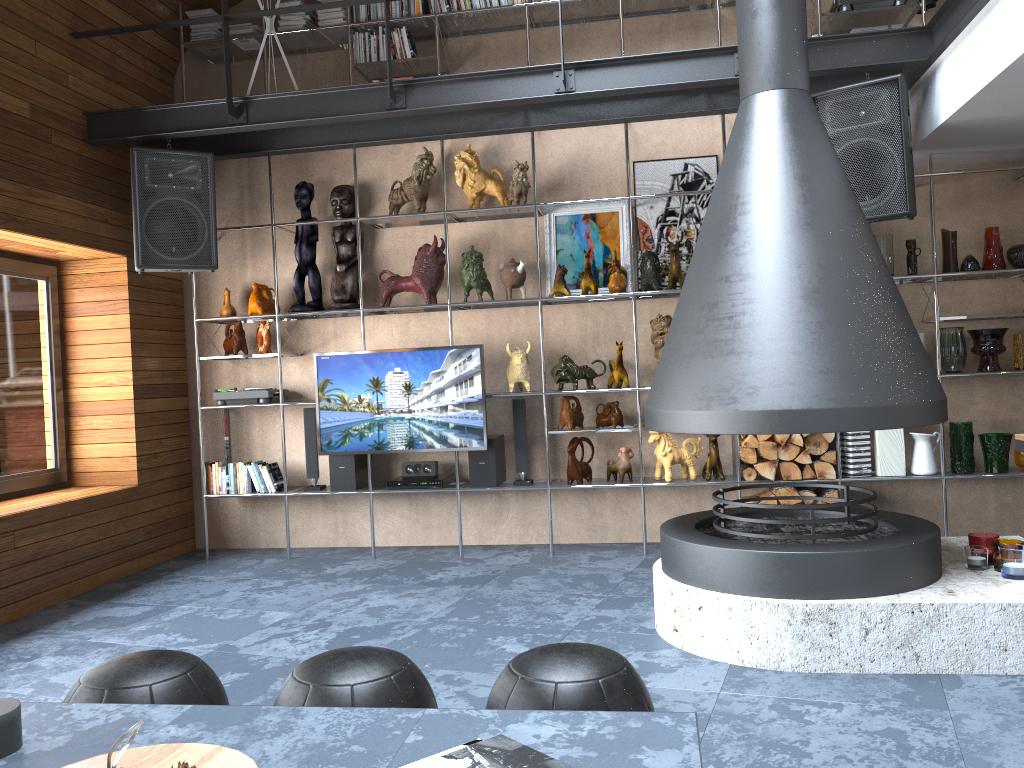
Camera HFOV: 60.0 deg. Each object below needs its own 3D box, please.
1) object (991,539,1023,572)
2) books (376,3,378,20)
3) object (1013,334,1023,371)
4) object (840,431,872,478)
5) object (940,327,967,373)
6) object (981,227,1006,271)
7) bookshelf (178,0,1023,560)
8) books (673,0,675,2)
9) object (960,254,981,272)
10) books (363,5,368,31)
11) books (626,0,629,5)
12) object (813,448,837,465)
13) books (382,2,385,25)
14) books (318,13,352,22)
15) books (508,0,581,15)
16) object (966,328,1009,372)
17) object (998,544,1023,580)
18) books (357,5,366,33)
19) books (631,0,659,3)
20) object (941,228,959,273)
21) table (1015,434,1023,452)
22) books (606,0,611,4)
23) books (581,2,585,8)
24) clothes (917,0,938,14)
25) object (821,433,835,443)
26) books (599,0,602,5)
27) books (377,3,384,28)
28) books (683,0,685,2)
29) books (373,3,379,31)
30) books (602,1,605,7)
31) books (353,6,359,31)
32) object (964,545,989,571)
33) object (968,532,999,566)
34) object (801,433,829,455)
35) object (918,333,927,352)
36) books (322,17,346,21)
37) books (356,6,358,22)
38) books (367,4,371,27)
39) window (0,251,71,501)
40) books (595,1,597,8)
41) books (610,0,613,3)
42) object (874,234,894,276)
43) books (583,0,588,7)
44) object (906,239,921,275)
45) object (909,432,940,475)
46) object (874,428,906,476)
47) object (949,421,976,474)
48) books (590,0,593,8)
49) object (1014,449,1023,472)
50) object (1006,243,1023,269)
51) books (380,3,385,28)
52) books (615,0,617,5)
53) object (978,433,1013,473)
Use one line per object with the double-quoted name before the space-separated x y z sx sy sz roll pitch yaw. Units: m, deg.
"object" 1.942 0.674 3.474 0.114 0.117 0.114 -3 0 -6
"books" -0.841 -2.371 5.660 0.010 0.217 0.148 -3 0 9
"object" 2.927 -0.182 5.054 0.120 0.206 0.120 -3 1 -33
"object" 2.007 0.366 5.201 0.139 0.347 0.140 -3 0 -11
"object" 2.538 -0.193 5.108 0.142 0.264 0.144 -2 1 39
"object" 2.746 -0.766 5.064 0.127 0.255 0.126 -3 1 -37
"bookshelf" 3.189 -2.204 5.054 10.738 6.219 0.421 -3 0 9
"books" 0.958 -2.451 5.392 0.053 0.206 0.207 -3 0 9
"object" 2.626 -0.688 5.086 0.109 0.109 0.108 -2 1 35
"books" -0.922 -2.376 5.675 0.013 0.234 0.148 -3 0 9
"books" 0.678 -2.451 5.404 0.053 0.233 0.148 -3 0 9
"object" 1.846 0.423 5.257 0.095 0.088 0.303 -3 1 7
"books" -0.801 -2.368 5.649 0.010 0.206 0.130 -3 0 9
"books" -1.114 -2.324 5.714 0.182 0.016 0.252 -3 1 14
"books" 0.184 -2.413 5.454 0.467 0.211 0.139 -3 0 9
"object" 2.733 -0.192 5.087 0.216 0.244 0.218 -3 0 -1
"object" 1.912 0.677 3.365 0.114 0.117 0.114 -3 0 -6
"books" -0.958 -2.374 5.686 0.018 0.232 0.169 -3 0 9
"books" 0.831 -2.441 5.369 0.273 0.210 0.136 -3 0 10
"object" 2.518 -0.762 5.103 0.092 0.268 0.092 -2 0 32
"table" 5.212 0.369 3.056 5.999 0.927 1.185 -3 0 9
"books" 0.563 -2.447 5.408 0.062 0.236 0.143 -3 0 9
"books" 0.410 -2.433 5.435 0.054 0.220 0.118 -3 0 9
"clothes" 2.410 -2.535 5.118 0.090 0.689 0.424 -3 0 8
"object" 1.832 0.281 5.254 0.111 0.121 0.310 -3 1 9
"books" 0.519 -2.429 5.416 0.051 0.205 0.131 -3 0 9
"books" -0.828 -2.398 5.658 0.020 0.268 0.143 -3 0 9
"books" 1.021 -2.451 5.379 0.055 0.202 0.192 -3 0 9
"books" -0.856 -2.368 5.658 0.018 0.210 0.146 -3 0 9
"books" 0.532 -2.434 5.414 0.049 0.216 0.137 -3 0 9
"books" -0.988 -2.373 5.674 0.013 0.234 0.148 -3 0 9
"object" 1.850 0.693 3.530 0.086 0.088 0.086 -3 0 4
"object" 1.925 0.674 3.617 0.114 0.117 0.114 -3 0 -6
"object" 1.788 0.346 5.283 0.143 0.143 0.286 -3 1 9
"object" 2.316 -0.172 5.154 0.165 0.241 0.175 -2 1 45
"books" -1.111 -2.311 5.720 0.161 0.013 0.217 -3 1 9
"books" -0.972 -2.374 5.695 0.013 0.234 0.148 -3 0 9
"books" -0.893 -2.376 5.670 0.021 0.231 0.160 -3 0 9
"window" -3.283 -0.013 2.703 0.101 1.522 5.936 -3 1 9
"books" 0.492 -2.431 5.433 0.049 0.216 0.137 -3 0 9
"books" 0.583 -2.433 5.405 0.049 0.205 0.149 -3 0 9
"object" 2.158 -0.739 5.166 0.112 0.253 0.113 -3 0 10
"books" 0.431 -2.431 5.440 0.055 0.215 0.155 -3 0 9
"object" 2.321 -0.727 5.126 0.077 0.215 0.058 -2 1 36
"object" 2.390 0.399 5.144 0.146 0.245 0.171 -2 1 39
"object" 2.195 0.386 5.155 0.148 0.287 0.092 -3 0 9
"object" 2.596 0.365 5.116 0.130 0.295 0.125 -2 1 34
"books" 0.466 -2.420 5.428 0.047 0.197 0.126 -3 0 9
"object" 2.937 0.404 5.045 0.145 0.188 0.145 -3 0 1
"object" 2.894 -0.720 5.037 0.149 0.149 0.148 -3 1 -37
"books" -0.813 -2.380 5.647 0.010 0.231 0.129 -3 0 9
"books" 0.615 -2.431 5.399 0.057 0.201 0.139 -3 0 9
"object" 2.775 0.396 5.080 0.157 0.219 0.161 -3 1 -34
